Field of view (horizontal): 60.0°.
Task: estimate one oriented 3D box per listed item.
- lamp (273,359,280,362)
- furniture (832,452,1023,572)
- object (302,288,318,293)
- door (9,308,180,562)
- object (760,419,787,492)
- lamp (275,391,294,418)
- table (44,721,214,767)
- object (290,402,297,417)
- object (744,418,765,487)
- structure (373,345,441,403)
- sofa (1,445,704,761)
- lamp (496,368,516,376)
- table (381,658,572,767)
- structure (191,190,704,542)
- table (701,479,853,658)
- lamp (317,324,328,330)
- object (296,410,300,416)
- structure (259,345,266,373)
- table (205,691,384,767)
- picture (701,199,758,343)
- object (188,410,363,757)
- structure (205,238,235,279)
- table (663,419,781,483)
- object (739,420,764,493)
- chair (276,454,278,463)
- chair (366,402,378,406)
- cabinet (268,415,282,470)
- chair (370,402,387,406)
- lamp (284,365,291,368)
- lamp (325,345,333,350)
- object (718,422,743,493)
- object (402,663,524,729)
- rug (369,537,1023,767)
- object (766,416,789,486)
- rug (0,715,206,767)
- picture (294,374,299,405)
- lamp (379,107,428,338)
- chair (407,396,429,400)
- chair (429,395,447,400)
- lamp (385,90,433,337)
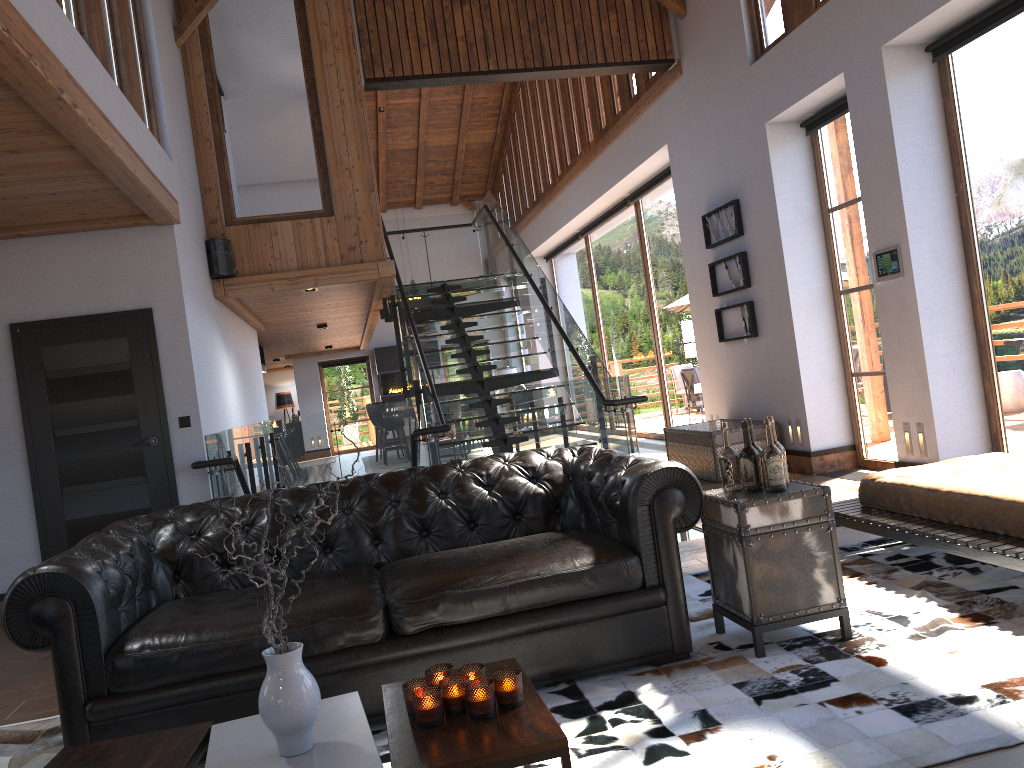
[{"bbox_3d":[-5.475,-0.554,20.607,0.156,0.068,0.260,-8,0,-11],"label":"lamp"},{"bbox_3d":[2.490,0.609,3.709,1.181,0.437,2.745,-8,0,-11],"label":"furniture"},{"bbox_3d":[-2.003,-0.961,8.776,0.156,0.068,0.260,-8,0,-11],"label":"object"},{"bbox_3d":[-2.918,0.533,6.310,0.946,2.055,0.143,-8,0,-12],"label":"door"},{"bbox_3d":[1.026,0.281,3.509,0.088,0.286,0.087,-8,0,-1],"label":"object"},{"bbox_3d":[-5.788,1.004,24.924,1.648,1.699,0.517,-8,0,-33],"label":"lamp"},{"bbox_3d":[-0.975,1.139,2.127,0.401,0.350,0.648,-8,0,-6],"label":"table"},{"bbox_3d":[-5.040,0.633,20.463,0.152,0.504,0.323,-8,0,-12],"label":"object"},{"bbox_3d":[0.995,0.284,3.669,0.086,0.286,0.088,-8,0,28],"label":"object"},{"bbox_3d":[-2.330,-0.086,20.313,1.452,1.649,0.431,-8,0,-12],"label":"structure"},{"bbox_3d":[-0.551,0.830,3.773,2.580,0.838,1.233,-8,0,-12],"label":"sofa"},{"bbox_3d":[-0.115,-0.147,20.123,0.470,0.725,0.469,-8,0,-2],"label":"lamp"},{"bbox_3d":[-0.103,1.016,2.303,0.402,0.350,0.647,-8,0,-11],"label":"table"},{"bbox_3d":[1.403,0.542,11.150,9.258,6.398,10.970,-8,0,-11],"label":"structure"},{"bbox_3d":[1.050,0.724,3.588,0.407,0.609,0.415,-8,0,-11],"label":"table"},{"bbox_3d":[-2.872,-0.870,13.413,0.156,0.068,0.260,-8,0,-11],"label":"lamp"},{"bbox_3d":[-5.058,0.752,20.773,0.211,0.270,0.285,-8,0,-11],"label":"object"},{"bbox_3d":[-4.615,-0.431,14.717,0.714,0.476,3.234,-8,0,-11],"label":"structure"},{"bbox_3d":[-0.525,1.075,2.187,0.403,0.350,0.645,-8,0,-16],"label":"table"},{"bbox_3d":[2.135,-1.086,8.736,0.059,1.312,0.770,-8,0,-11],"label":"picture"},{"bbox_3d":[-0.570,0.497,2.223,0.406,0.808,0.620,-8,0,0],"label":"object"},{"bbox_3d":[-2.672,-1.147,8.120,0.215,0.349,0.212,-8,0,-11],"label":"structure"},{"bbox_3d":[2.027,0.627,8.631,0.688,0.470,1.248,-8,0,-11],"label":"table"},{"bbox_3d":[0.957,0.290,3.578,0.088,0.286,0.086,-8,0,-34],"label":"object"},{"bbox_3d":[-3.657,1.194,13.549,0.471,0.839,0.536,-8,0,-11],"label":"chair"},{"bbox_3d":[-2.285,0.859,16.007,0.574,1.092,0.499,-8,0,-27],"label":"chair"},{"bbox_3d":[-4.418,1.160,14.896,0.893,1.104,4.777,-8,0,-11],"label":"cabinet"},{"bbox_3d":[-2.061,0.834,15.075,0.571,1.092,0.501,-8,0,-12],"label":"chair"},{"bbox_3d":[-6.205,-0.478,24.503,0.156,0.068,0.260,-8,0,-11],"label":"lamp"},{"bbox_3d":[-3.841,-0.769,18.585,0.156,0.068,0.260,-8,0,-11],"label":"lamp"},{"bbox_3d":[0.894,0.298,3.651,0.089,0.286,0.086,-8,0,-34],"label":"object"},{"bbox_3d":[-0.130,0.802,2.287,0.299,0.081,0.249,-8,0,27],"label":"object"},{"bbox_3d":[1.218,0.981,3.632,3.827,0.053,2.420,-8,0,-11],"label":"rug"},{"bbox_3d":[1.071,0.274,3.619,0.087,0.286,0.087,-8,0,1],"label":"object"},{"bbox_3d":[-1.625,1.388,1.899,2.443,0.053,4.025,-8,0,-10],"label":"rug"},{"bbox_3d":[-4.997,0.107,20.627,0.020,0.782,0.560,-8,0,-11],"label":"picture"},{"bbox_3d":[-2.206,-3.018,17.102,0.614,4.685,0.629,-8,0,34],"label":"lamp"},{"bbox_3d":[-1.808,0.780,17.960,0.507,1.092,0.565,-8,0,-12],"label":"chair"},{"bbox_3d":[-1.017,0.695,14.033,0.507,1.092,0.565,-8,0,-12],"label":"chair"},{"bbox_3d":[-1.914,-3.049,15.545,0.614,4.685,0.629,-8,0,34],"label":"lamp"}]
